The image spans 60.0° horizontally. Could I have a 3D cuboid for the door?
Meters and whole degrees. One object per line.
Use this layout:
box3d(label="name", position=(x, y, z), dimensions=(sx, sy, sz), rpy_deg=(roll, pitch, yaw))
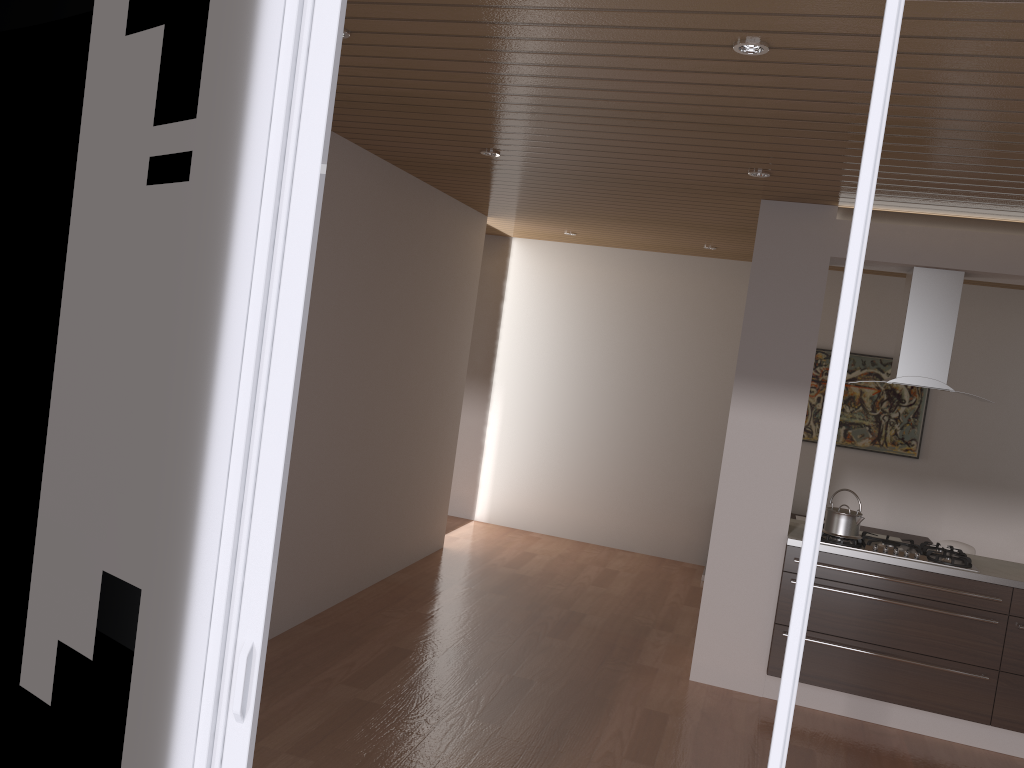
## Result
box3d(label="door", position=(0.509, 0.412, 1.569), dimensions=(2.300, 2.700, 0.101), rpy_deg=(9, 3, 16))

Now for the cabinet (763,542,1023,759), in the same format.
box3d(label="cabinet", position=(2.338, 1.452, 4.147), dimensions=(2.150, 0.870, 1.850), rpy_deg=(9, 3, 16))

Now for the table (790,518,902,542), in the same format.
box3d(label="table", position=(2.103, 1.392, 5.751), dimensions=(0.800, 0.758, 1.100), rpy_deg=(9, 3, 16))

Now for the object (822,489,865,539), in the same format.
box3d(label="object", position=(1.810, 0.696, 4.829), dimensions=(0.221, 0.251, 0.221), rpy_deg=(8, 3, 9))

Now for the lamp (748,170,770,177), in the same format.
box3d(label="lamp", position=(1.174, -1.018, 4.200), dimensions=(0.102, 0.055, 0.102), rpy_deg=(8, 3, -1))

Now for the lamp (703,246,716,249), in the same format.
box3d(label="lamp", position=(1.587, -1.113, 7.097), dimensions=(0.102, 0.055, 0.102), rpy_deg=(8, 3, -1))

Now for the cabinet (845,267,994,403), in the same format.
box3d(label="cabinet", position=(2.652, -0.048, 4.092), dimensions=(2.058, 1.032, 1.399), rpy_deg=(9, 3, 20))

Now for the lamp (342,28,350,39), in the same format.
box3d(label="lamp", position=(-0.586, -1.192, 2.943), dimensions=(0.102, 0.055, 0.102), rpy_deg=(8, 3, -1))

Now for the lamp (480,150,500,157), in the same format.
box3d(label="lamp", position=(-0.109, -1.212, 4.573), dimensions=(0.102, 0.055, 0.102), rpy_deg=(7, 3, -12))

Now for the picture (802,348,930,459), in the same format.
box3d(label="picture", position=(2.808, 0.133, 7.485), dimensions=(1.277, 0.801, 0.018), rpy_deg=(9, 3, 16))

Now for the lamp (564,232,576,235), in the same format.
box3d(label="lamp", position=(0.490, -1.280, 7.417), dimensions=(0.102, 0.055, 0.102), rpy_deg=(8, 3, -1))

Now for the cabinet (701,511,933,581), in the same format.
box3d(label="cabinet", position=(2.503, 1.441, 7.303), dimensions=(1.740, 0.608, 0.540), rpy_deg=(9, 3, 16))

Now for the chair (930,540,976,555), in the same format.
box3d(label="chair", position=(2.594, 1.417, 5.701), dimensions=(0.608, 0.847, 0.491), rpy_deg=(7, 3, -14))

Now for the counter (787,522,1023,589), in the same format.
box3d(label="counter", position=(2.399, 1.003, 4.123), dimensions=(2.150, 0.036, 1.850), rpy_deg=(9, 3, 16))

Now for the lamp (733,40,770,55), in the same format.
box3d(label="lamp", position=(0.696, -0.997, 2.570), dimensions=(0.102, 0.055, 0.102), rpy_deg=(8, 3, -1))

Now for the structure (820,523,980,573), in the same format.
box3d(label="structure", position=(2.083, 0.880, 4.872), dimensions=(0.797, 0.047, 0.494), rpy_deg=(9, 3, 16))
